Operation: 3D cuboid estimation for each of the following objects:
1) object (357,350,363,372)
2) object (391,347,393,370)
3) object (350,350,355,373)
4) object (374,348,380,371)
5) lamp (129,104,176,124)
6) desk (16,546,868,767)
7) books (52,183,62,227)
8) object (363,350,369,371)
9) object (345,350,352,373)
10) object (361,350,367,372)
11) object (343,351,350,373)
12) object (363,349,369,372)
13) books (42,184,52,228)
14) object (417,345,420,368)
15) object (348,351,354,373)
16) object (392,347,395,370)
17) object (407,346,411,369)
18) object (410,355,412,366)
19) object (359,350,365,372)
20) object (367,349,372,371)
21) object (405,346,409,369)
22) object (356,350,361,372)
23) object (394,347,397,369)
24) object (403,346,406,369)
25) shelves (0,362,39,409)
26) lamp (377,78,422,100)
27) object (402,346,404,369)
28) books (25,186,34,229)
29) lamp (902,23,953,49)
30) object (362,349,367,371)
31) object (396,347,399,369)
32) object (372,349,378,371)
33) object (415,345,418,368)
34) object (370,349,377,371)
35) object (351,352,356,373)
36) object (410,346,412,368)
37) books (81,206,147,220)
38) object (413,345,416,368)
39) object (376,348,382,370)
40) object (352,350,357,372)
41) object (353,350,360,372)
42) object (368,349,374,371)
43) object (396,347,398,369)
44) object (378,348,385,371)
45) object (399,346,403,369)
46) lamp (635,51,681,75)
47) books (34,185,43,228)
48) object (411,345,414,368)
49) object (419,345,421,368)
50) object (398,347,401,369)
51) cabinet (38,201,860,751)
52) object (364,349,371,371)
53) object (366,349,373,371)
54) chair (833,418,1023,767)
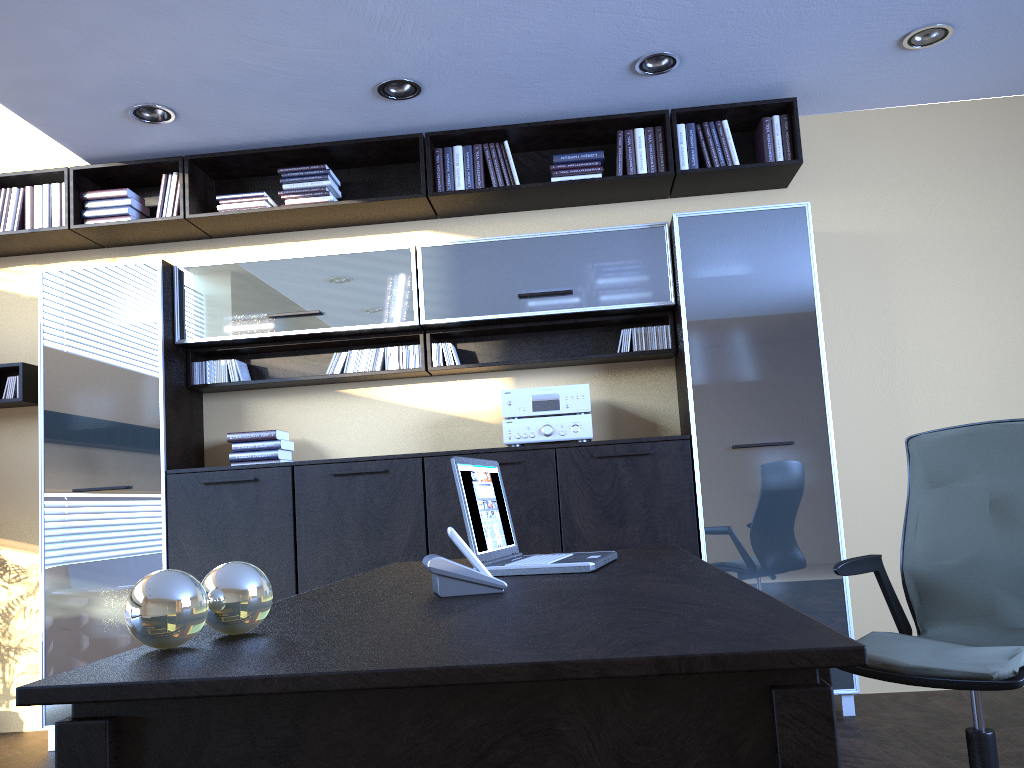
[{"bbox_3d":[-0.788,-0.112,4.701,0.040,0.118,0.142,-4,-7,4],"label":"object"},{"bbox_3d":[-0.621,-0.124,4.691,0.006,0.118,0.140,-4,-7,5],"label":"object"},{"bbox_3d":[-0.828,-0.109,4.702,0.036,0.115,0.140,-4,-7,4],"label":"object"},{"bbox_3d":[-0.698,-0.118,4.695,0.040,0.118,0.142,-4,-7,4],"label":"object"},{"bbox_3d":[-1.732,-1.341,4.267,0.209,0.096,0.208,-7,-8,22],"label":"lamp"},{"bbox_3d":[0.024,0.857,1.815,0.914,0.888,1.900,-4,-7,4],"label":"desk"},{"bbox_3d":[-2.434,-0.937,4.842,0.050,0.257,0.208,-4,-7,4],"label":"books"},{"bbox_3d":[-0.758,-0.114,4.697,0.036,0.115,0.140,-4,-7,4],"label":"object"},{"bbox_3d":[-0.849,-0.108,4.703,0.040,0.118,0.142,-4,-7,4],"label":"object"},{"bbox_3d":[-0.768,-0.114,4.695,0.036,0.115,0.140,-4,-7,4],"label":"object"},{"bbox_3d":[-0.859,-0.107,4.704,0.040,0.118,0.142,-4,-7,4],"label":"object"},{"bbox_3d":[-0.758,-0.114,4.699,0.040,0.118,0.142,-4,-7,4],"label":"object"},{"bbox_3d":[-2.486,-0.933,4.846,0.050,0.257,0.208,-4,-7,5],"label":"books"},{"bbox_3d":[-0.482,-0.135,4.672,0.009,0.120,0.142,-4,-7,4],"label":"object"},{"bbox_3d":[-0.838,-0.108,4.706,0.036,0.115,0.140,-4,-7,4],"label":"object"},{"bbox_3d":[-0.611,-0.125,4.686,0.006,0.118,0.140,-4,-7,4],"label":"object"},{"bbox_3d":[-0.531,-0.130,4.685,0.009,0.120,0.142,-4,-7,4],"label":"object"},{"bbox_3d":[-0.521,-0.130,4.688,0.009,0.120,0.142,-4,-7,4],"label":"object"},{"bbox_3d":[-0.778,-0.112,4.703,0.040,0.118,0.142,-4,-7,5],"label":"object"},{"bbox_3d":[-0.738,-0.116,4.693,0.036,0.115,0.140,-4,-7,4],"label":"object"},{"bbox_3d":[-0.542,-0.130,4.680,0.009,0.120,0.142,-4,-7,4],"label":"object"},{"bbox_3d":[-0.798,-0.111,4.703,0.036,0.115,0.140,-4,-7,4],"label":"object"},{"bbox_3d":[-0.602,-0.126,4.681,0.009,0.120,0.142,-4,-7,4],"label":"object"},{"bbox_3d":[-0.552,-0.130,4.679,0.009,0.120,0.142,-4,-7,4],"label":"object"},{"bbox_3d":[-3.510,-0.366,1.732,1.249,0.212,6.642,-4,-8,4],"label":"shelves"},{"bbox_3d":[-0.532,-1.429,4.175,0.209,0.096,0.208,-3,-7,-2],"label":"lamp"},{"bbox_3d":[-0.561,-0.128,4.689,0.009,0.120,0.142,-4,-7,4],"label":"object"},{"bbox_3d":[-2.588,-0.924,4.862,0.050,0.257,0.208,-4,-7,5],"label":"books"},{"bbox_3d":[1.866,-1.605,3.990,0.209,0.096,0.208,-7,-8,22],"label":"lamp"},{"bbox_3d":[-0.768,-0.113,4.701,0.040,0.118,0.142,-4,-7,4],"label":"object"},{"bbox_3d":[-0.592,-0.127,4.684,0.009,0.120,0.142,-4,-7,4],"label":"object"},{"bbox_3d":[-0.708,-0.117,4.697,0.040,0.118,0.142,-4,-7,4],"label":"object"},{"bbox_3d":[-0.491,-0.133,4.680,0.009,0.120,0.142,-4,-7,4],"label":"object"},{"bbox_3d":[-0.718,-0.117,4.693,0.040,0.118,0.142,-4,-7,4],"label":"object"},{"bbox_3d":[-0.818,-0.109,4.706,0.040,0.118,0.142,-4,-7,4],"label":"object"},{"bbox_3d":[-0.521,-0.131,4.683,0.006,0.118,0.140,-4,-7,4],"label":"object"},{"bbox_3d":[-2.159,-0.903,4.817,0.258,0.050,0.208,-4,-8,4],"label":"books"},{"bbox_3d":[-0.502,-0.133,4.676,0.009,0.120,0.142,-4,-7,4],"label":"object"},{"bbox_3d":[-0.688,-0.119,4.690,0.036,0.115,0.140,-4,-7,4],"label":"object"},{"bbox_3d":[-0.818,-0.109,4.704,0.036,0.115,0.140,-4,-7,5],"label":"object"},{"bbox_3d":[-0.809,-0.111,4.699,0.040,0.118,0.142,-4,-7,4],"label":"object"},{"bbox_3d":[-0.728,-0.116,4.701,0.040,0.118,0.142,-4,-7,4],"label":"object"},{"bbox_3d":[-0.591,-0.127,4.681,0.006,0.118,0.140,-4,-7,4],"label":"object"},{"bbox_3d":[-0.678,-0.120,4.692,0.040,0.118,0.142,-4,-7,4],"label":"object"},{"bbox_3d":[-0.572,-0.128,4.679,0.009,0.120,0.142,-4,-7,4],"label":"object"},{"bbox_3d":[0.667,-1.517,4.083,0.209,0.096,0.208,-3,-7,-2],"label":"lamp"},{"bbox_3d":[-2.537,-0.928,4.858,0.050,0.257,0.208,-4,-7,4],"label":"books"},{"bbox_3d":[-0.512,-0.133,4.677,0.009,0.120,0.142,-4,-7,4],"label":"object"},{"bbox_3d":[-0.472,-0.136,4.673,0.009,0.120,0.142,-4,-7,4],"label":"object"},{"bbox_3d":[-0.581,-0.127,4.686,0.009,0.120,0.142,-4,-7,4],"label":"object"},{"bbox_3d":[-0.408,0.483,4.484,3.876,2.392,0.492,-4,-6,4],"label":"cabinet"},{"bbox_3d":[-0.749,-0.115,4.693,0.040,0.118,0.142,-4,-7,4],"label":"object"},{"bbox_3d":[-0.738,-0.115,4.698,0.040,0.118,0.142,-4,-7,4],"label":"object"},{"bbox_3d":[1.322,0.707,2.521,0.769,1.212,0.834,2,-9,-38],"label":"chair"}]
